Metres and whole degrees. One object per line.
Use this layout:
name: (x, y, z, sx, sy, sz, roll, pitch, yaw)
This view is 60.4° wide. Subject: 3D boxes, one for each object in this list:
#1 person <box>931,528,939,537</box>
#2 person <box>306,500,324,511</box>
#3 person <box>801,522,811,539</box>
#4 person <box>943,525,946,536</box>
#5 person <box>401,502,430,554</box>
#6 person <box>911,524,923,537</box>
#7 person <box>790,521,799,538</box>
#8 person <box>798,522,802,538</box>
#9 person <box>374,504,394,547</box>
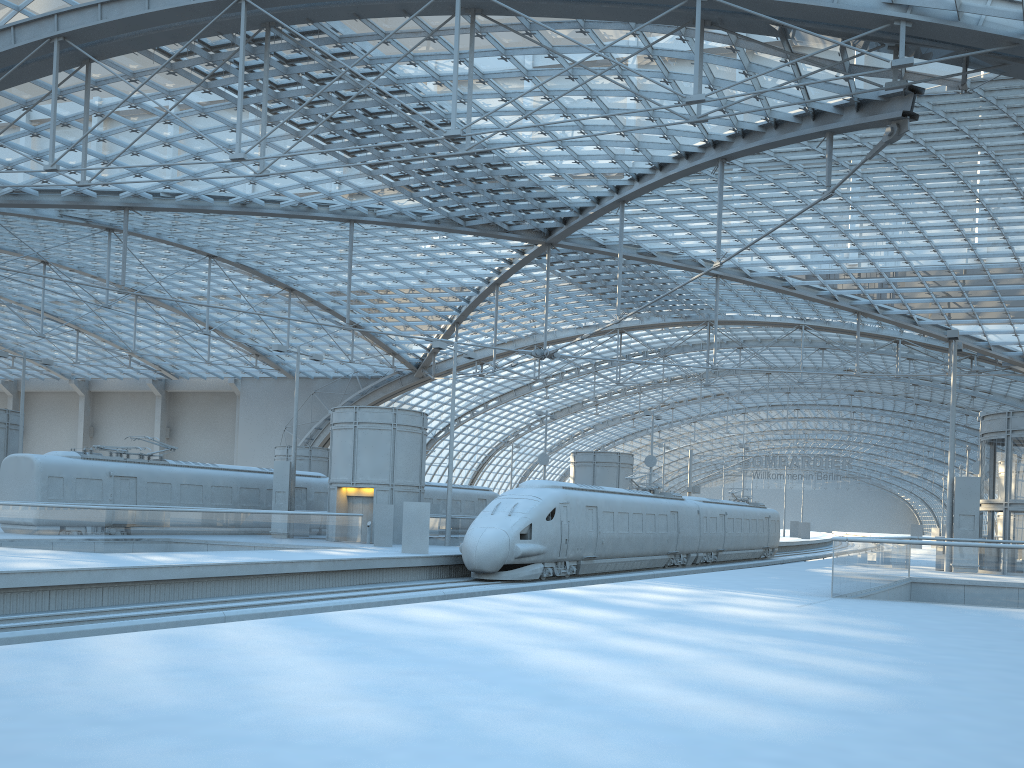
person: (32.638, 11.886, 67.750, 0.001, 1.609, 0.809, 2, -2, -16)
person: (-9.152, 6.278, 40.820, 0.827, 1.730, 0.001, 2, -1, 3)
person: (29.107, 14.558, 86.983, 0.826, 1.729, 0.001, 1, -1, 29)
person: (30.290, 10.731, 61.155, 0.068, 1.805, 0.783, 3, -2, -29)
person: (-3.073, 4.655, 28.312, 0.875, 1.703, 0.001, 2, -1, 3)
person: (29.270, 11.044, 63.506, 0.001, 1.796, 0.901, 3, -2, -36)
person: (30.472, 15.731, 95.105, 0.899, 1.796, 0.001, 1, -1, 24)
person: (29.982, 15.105, 90.556, 0.874, 1.703, 0.001, 1, -1, 29)
person: (-4.733, 5.262, 32.538, 0.710, 1.610, 0.001, 2, -1, 8)
